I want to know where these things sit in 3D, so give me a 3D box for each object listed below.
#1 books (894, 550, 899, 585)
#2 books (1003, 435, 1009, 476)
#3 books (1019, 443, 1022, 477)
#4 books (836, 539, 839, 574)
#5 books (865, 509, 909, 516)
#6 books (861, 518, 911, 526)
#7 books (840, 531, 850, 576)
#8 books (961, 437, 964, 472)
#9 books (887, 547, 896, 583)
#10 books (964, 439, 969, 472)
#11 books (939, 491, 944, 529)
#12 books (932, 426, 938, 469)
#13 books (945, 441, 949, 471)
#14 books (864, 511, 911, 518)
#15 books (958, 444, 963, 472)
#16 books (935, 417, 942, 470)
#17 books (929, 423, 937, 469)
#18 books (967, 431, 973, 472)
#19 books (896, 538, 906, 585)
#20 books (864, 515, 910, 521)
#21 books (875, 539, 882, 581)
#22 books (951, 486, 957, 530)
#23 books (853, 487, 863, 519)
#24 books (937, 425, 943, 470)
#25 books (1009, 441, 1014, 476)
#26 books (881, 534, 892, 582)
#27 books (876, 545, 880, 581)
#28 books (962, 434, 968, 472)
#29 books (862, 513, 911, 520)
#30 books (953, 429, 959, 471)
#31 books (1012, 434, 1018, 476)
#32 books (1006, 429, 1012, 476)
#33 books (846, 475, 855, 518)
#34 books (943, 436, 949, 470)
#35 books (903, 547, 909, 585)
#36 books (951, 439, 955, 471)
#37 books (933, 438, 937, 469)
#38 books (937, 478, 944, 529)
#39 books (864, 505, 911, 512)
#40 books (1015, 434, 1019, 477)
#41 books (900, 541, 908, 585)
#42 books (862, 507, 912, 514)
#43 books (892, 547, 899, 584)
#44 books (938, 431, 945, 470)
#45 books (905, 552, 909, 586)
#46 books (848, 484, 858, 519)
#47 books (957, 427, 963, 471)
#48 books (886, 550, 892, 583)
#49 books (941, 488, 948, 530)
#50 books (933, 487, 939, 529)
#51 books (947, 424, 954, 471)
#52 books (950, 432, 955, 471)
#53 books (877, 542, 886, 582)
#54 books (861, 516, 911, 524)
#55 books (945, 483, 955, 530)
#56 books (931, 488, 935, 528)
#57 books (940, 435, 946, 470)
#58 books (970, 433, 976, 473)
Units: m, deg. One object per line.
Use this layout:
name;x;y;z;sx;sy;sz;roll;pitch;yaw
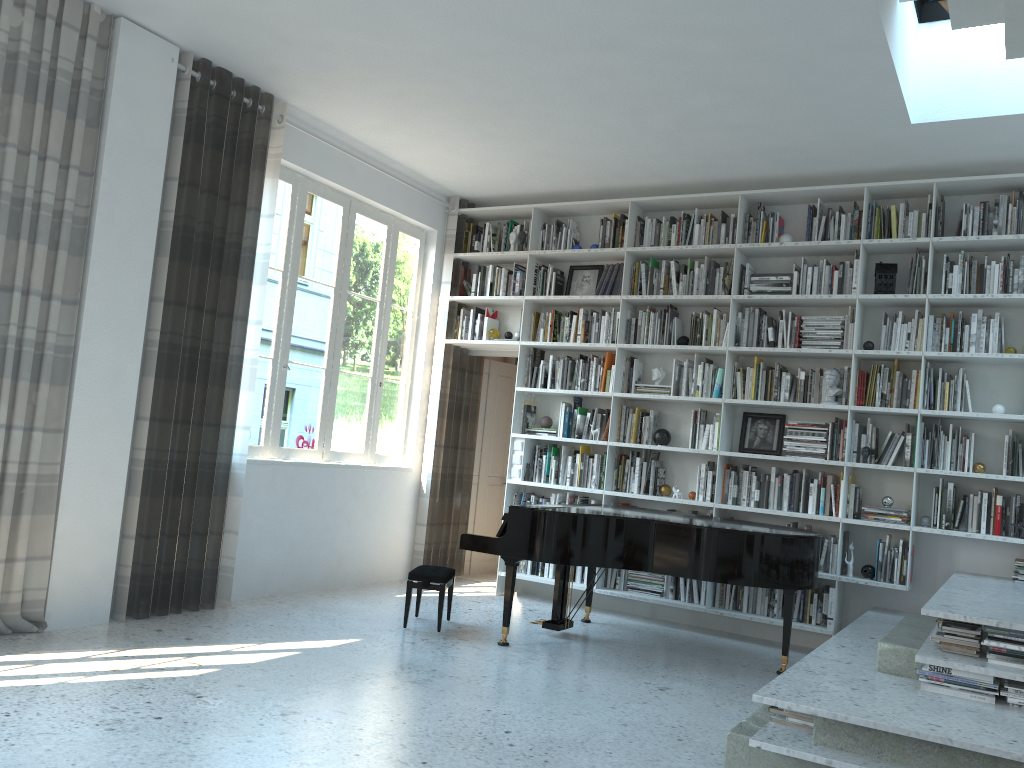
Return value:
books;2.453;1.162;5.641;0.011;0.212;0.178;3;-4;30
books;3.066;0.446;5.504;0.019;0.251;0.130;3;-4;30
books;3.141;0.473;5.478;0.031;0.208;0.122;3;-4;30
books;2.179;1.145;5.879;0.025;0.228;0.133;3;-4;30
books;2.431;0.832;5.746;0.254;0.012;0.161;3;-5;30
books;2.429;0.893;5.748;0.285;0.012;0.159;3;-5;33
books;2.201;1.117;5.860;0.012;0.285;0.159;3;-4;30
books;2.862;0.451;5.626;0.008;0.222;0.134;3;-4;30
books;2.428;1.154;5.657;0.026;0.224;0.175;3;-4;30
books;2.877;0.458;5.601;0.014;0.207;0.180;3;-4;30
books;2.743;0.801;5.651;0.015;0.240;0.152;3;-4;30
books;2.718;0.413;5.699;0.006;0.281;0.155;3;-4;30
books;2.777;0.463;5.650;0.013;0.186;0.184;3;-4;30
books;2.436;0.845;5.754;0.254;0.012;0.161;3;-5;35
books;2.850;0.472;5.628;0.013;0.179;0.140;3;-4;30
books;2.746;0.386;5.706;0.007;0.341;0.149;3;-4;30
books;2.709;0.406;5.707;0.018;0.295;0.177;3;-4;30
books;2.894;0.433;5.600;0.014;0.261;0.142;3;-4;30
books;2.474;1.127;5.642;0.021;0.284;0.172;3;-4;30
books;2.433;0.869;5.751;0.254;0.012;0.161;2;-5;36
books;2.362;1.133;5.716;0.005;0.264;0.162;3;-4;30
books;2.793;0.784;5.605;0.010;0.277;0.174;3;-4;30
books;2.305;0.793;5.908;0.030;0.210;0.136;3;-4;30
books;2.742;0.412;5.677;0.005;0.283;0.159;3;-4;30
books;3.085;0.464;5.473;0.015;0.215;0.178;3;-4;30
books;2.408;1.118;5.703;0.032;0.300;0.149;3;-4;30
books;2.372;1.151;5.718;0.012;0.229;0.129;3;-4;30
books;2.868;0.443;5.612;0.015;0.238;0.176;3;-4;30
books;2.433;0.857;5.750;0.285;0.012;0.159;3;-5;33
books;2.822;0.425;5.633;0.012;0.267;0.183;3;-4;30
books;3.107;0.443;5.479;0.015;0.262;0.150;3;-4;30
books;3.089;0.430;5.507;0.016;0.289;0.131;3;-4;30
books;2.265;0.753;5.933;0.012;0.285;0.159;3;-4;30
books;2.770;0.447;5.662;0.013;0.218;0.161;3;-4;30
books;2.503;1.155;5.631;0.013;0.233;0.149;3;-4;30
books;2.814;0.458;5.647;0.013;0.203;0.167;3;-4;30
books;2.726;0.452;5.698;0.013;0.204;0.154;3;-4;30
books;2.724;0.760;5.637;0.010;0.316;0.187;3;-4;30
books;2.435;0.808;5.749;0.254;0.012;0.161;2;-6;39
books;3.117;0.445;5.472;0.008;0.258;0.158;3;-4;30
books;2.500;1.138;5.651;0.015;0.270;0.157;3;-4;30
books;2.438;0.821;5.754;0.285;0.012;0.159;3;-5;34
books;2.452;1.157;5.662;0.012;0.225;0.149;3;-4;30
books;2.749;0.431;5.673;0.013;0.248;0.165;3;-4;30
books;2.518;1.171;5.634;0.012;0.206;0.161;3;-4;30
books;2.279;0.782;5.921;0.027;0.228;0.141;3;-4;30
books;2.848;0.419;5.638;0.006;0.285;0.159;3;-4;30
books;2.422;1.167;5.688;0.013;0.202;0.139;3;-4;30
books;2.748;0.791;5.620;0.023;0.256;0.178;3;-4;30
books;2.706;0.786;5.643;0.023;0.262;0.186;3;-4;30
books;2.793;0.408;5.646;0.014;0.296;0.175;3;-4;30
books;2.809;0.436;5.656;0.007;0.247;0.153;3;-4;30
books;2.376;1.142;5.697;0.014;0.245;0.176;3;-4;30
books;2.433;0.881;5.752;0.285;0.012;0.159;3;-5;35
books;2.772;0.773;5.607;0.030;0.294;0.189;3;-4;30
books;2.701;0.791;5.669;0.012;0.254;0.161;3;-4;30
books;2.753;0.441;5.657;0.011;0.226;0.188;3;-4;30
books;2.906;0.438;5.593;0.013;0.251;0.173;3;-4;30
